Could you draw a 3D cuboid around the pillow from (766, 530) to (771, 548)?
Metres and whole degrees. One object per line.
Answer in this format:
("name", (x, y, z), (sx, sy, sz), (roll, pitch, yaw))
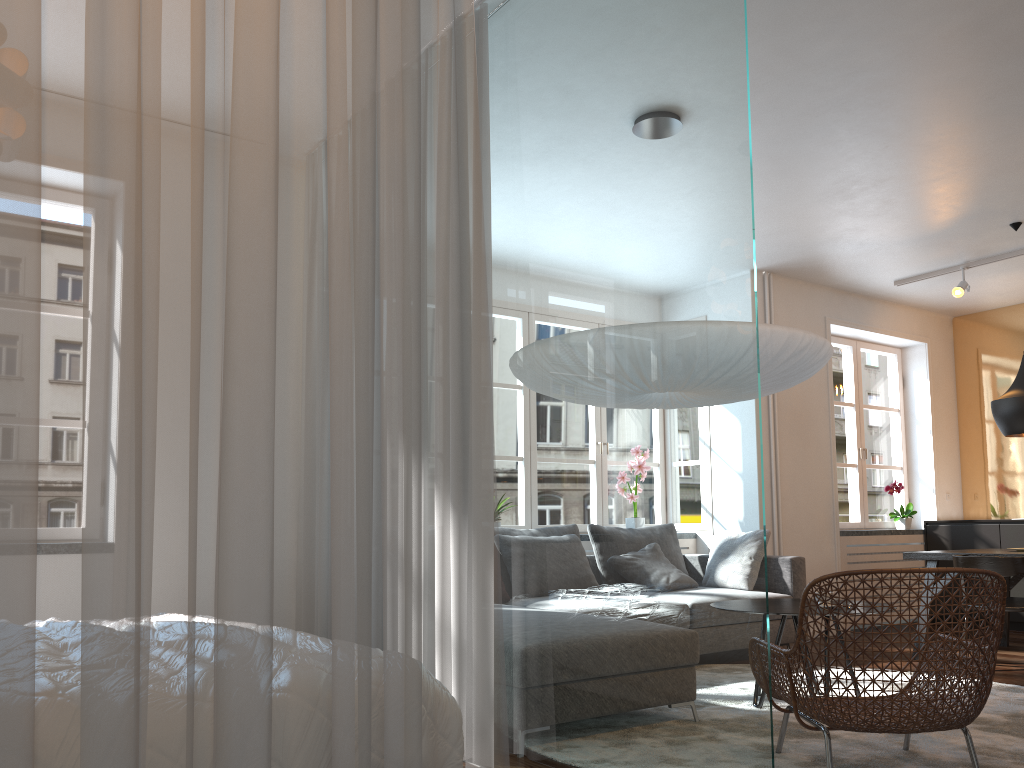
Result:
("pillow", (1.514, 1.210, 6.100), (0.287, 0.411, 0.497), (4, -9, -36))

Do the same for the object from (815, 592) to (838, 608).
("object", (1.471, 1.008, 4.128), (0.091, 0.068, 0.140), (3, -9, -23))

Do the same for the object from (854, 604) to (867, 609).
("object", (1.618, 1.030, 4.105), (0.015, 0.014, 0.168), (-7, -11, 42))

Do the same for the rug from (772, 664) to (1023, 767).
("rug", (1.343, 1.501, 4.056), (2.847, 0.012, 2.854), (-7, -11, 34))

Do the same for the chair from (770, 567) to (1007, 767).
("chair", (1.247, 0.972, 3.031), (0.718, 0.704, 0.691), (0, -7, -2))

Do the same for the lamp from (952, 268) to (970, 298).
("lamp", (3.328, -0.742, 6.555), (0.085, 0.238, 0.252), (-6, -9, 42))

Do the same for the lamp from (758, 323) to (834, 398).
("lamp", (0.725, -0.027, 4.133), (1.470, 0.208, 1.483), (-1, -9, 2))

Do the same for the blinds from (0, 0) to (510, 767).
("blinds", (-0.782, -0.348, 1.280), (1.812, 2.714, 0.155), (4, -7, -33))

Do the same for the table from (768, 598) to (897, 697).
("table", (1.391, 1.297, 4.230), (0.849, 0.469, 0.853), (5, -10, -32))

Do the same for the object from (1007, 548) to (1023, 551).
("object", (3.306, 1.040, 5.545), (0.356, 0.016, 0.358), (5, -11, -31))

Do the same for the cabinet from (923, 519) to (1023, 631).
("cabinet", (5.345, 1.313, 5.825), (0.734, 0.892, 5.097), (4, -10, -35))

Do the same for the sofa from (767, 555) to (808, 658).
("sofa", (0.710, 1.337, 5.018), (3.075, 0.666, 2.053), (6, -11, -35))

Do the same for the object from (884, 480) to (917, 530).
("object", (3.390, 1.048, 7.693), (0.230, 0.433, 0.408), (-4, -8, 31))

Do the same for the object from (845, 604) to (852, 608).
("object", (1.581, 1.033, 4.125), (0.025, 0.016, 0.164), (-5, -10, 29))

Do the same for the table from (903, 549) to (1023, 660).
("table", (3.670, 1.285, 4.933), (1.109, 0.673, 2.517), (5, -11, -34))

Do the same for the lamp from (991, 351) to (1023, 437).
("lamp", (3.282, 0.057, 5.638), (0.411, 0.537, 0.414), (0, -7, -2))

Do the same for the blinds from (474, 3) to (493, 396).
("blinds", (-0.580, 0.066, 3.811), (0.153, 2.714, 1.819), (3, -7, -33))

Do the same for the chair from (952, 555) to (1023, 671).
("chair", (2.851, 1.326, 5.097), (0.521, 0.666, 0.596), (4, -9, -36))
